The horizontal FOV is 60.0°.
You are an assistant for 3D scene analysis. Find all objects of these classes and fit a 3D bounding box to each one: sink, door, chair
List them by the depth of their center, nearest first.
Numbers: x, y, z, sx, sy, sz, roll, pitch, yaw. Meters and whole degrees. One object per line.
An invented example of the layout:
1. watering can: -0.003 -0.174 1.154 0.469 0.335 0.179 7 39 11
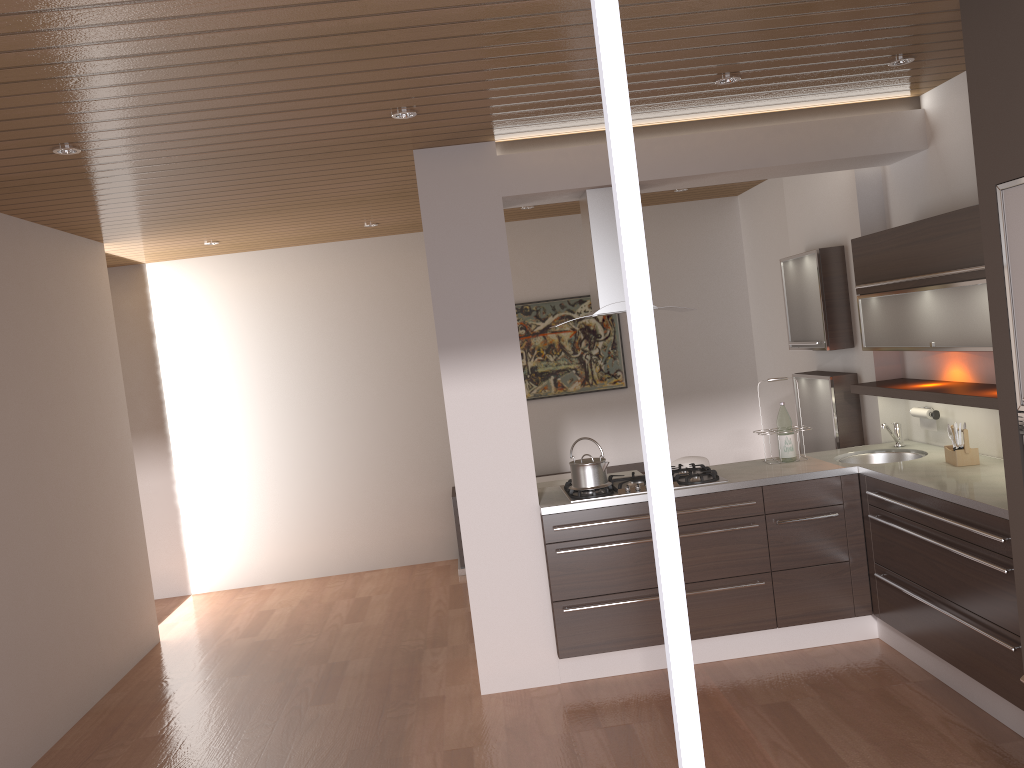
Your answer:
1. door: 0.185 0.306 0.972 2.300 2.700 0.101 -7 3 -3
2. sink: 1.917 0.390 4.633 0.450 0.347 0.494 -7 3 3
3. chair: 1.000 0.924 5.596 0.608 0.847 0.491 -9 3 -33

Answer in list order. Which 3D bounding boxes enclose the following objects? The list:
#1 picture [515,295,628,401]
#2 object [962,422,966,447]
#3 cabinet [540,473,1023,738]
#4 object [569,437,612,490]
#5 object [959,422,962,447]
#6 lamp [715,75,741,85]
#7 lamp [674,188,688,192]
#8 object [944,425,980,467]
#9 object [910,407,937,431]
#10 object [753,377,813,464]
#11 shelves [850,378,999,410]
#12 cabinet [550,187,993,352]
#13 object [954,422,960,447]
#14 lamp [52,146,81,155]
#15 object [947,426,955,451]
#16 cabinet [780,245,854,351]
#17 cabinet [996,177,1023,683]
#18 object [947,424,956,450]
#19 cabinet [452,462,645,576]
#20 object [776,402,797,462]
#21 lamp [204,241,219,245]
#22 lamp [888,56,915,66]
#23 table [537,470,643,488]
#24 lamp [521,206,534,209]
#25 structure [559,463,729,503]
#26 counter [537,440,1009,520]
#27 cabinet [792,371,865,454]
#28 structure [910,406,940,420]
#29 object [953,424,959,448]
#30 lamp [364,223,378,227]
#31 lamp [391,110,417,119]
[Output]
1. picture: 0.277 -0.284 7.297 1.277 0.801 0.018 -7 3 -3
2. object: 2.091 0.272 4.101 0.042 0.192 0.040 -4 4 45
3. cabinet: 1.282 0.951 4.045 2.150 0.870 1.850 -7 3 -3
4. object: 0.382 0.393 4.486 0.221 0.251 0.221 -7 3 -10
5. object: 2.081 0.275 4.114 0.020 0.196 0.017 -6 3 20
6. lamp: 0.896 -1.287 3.687 0.102 0.055 0.102 -9 3 -31
7. lamp: 1.256 -1.469 6.606 0.102 0.055 0.102 -6 3 14
8. object: 2.099 0.286 4.150 0.100 0.170 0.173 -7 3 9
9. object: 2.166 0.187 4.669 0.053 0.119 0.165 -7 3 -3
10. object: 1.462 0.191 4.817 0.291 0.453 0.210 -7 3 2
11. shelves: 2.109 0.045 4.059 0.313 0.050 1.850 -7 3 -3
12. cabinet: 1.191 -0.579 4.033 2.058 1.032 1.399 -7 3 1
13. object: 2.075 0.276 4.123 0.018 0.196 0.022 -7 3 -1
14. lamp: -1.780 -0.955 3.539 0.102 0.055 0.102 -9 3 -31
15. object: 2.058 0.287 4.132 0.019 0.178 0.044 -8 3 -28
16. cabinet: 1.799 -0.502 5.453 0.172 0.600 0.619 -8 3 -17
17. cabinet: 1.867 0.326 2.126 1.047 1.948 1.796 -7 3 -3
18. object: 2.042 0.277 4.107 0.042 0.192 0.040 -4 4 43
19. cabinet: 0.403 1.047 7.080 1.740 0.608 0.540 -7 3 -3
20. object: 1.469 0.257 4.767 0.091 0.319 0.091 -5 3 32
21. lamp: -2.178 -1.042 6.417 0.102 0.055 0.102 -8 3 -20
22. lamp: 1.634 -1.379 3.727 0.102 0.055 0.102 -6 3 25
23. table: 0.532 1.031 5.482 0.800 0.758 1.100 -7 3 -3
24. lamp: 0.111 -1.326 6.543 0.102 0.055 0.102 -6 3 14
25. structure: 0.664 0.502 4.624 0.797 0.047 0.494 -7 3 -3
26. counter: 1.227 0.502 4.024 2.150 0.036 1.850 -7 3 -3
27. cabinet: 1.948 0.233 5.510 0.194 0.600 0.598 -7 3 -3
28. structure: 2.188 0.151 4.654 0.087 0.049 0.237 -7 3 -3
29. object: 2.061 0.278 4.106 0.023 0.196 0.018 -7 3 -1
30. lamp: -1.033 -1.184 6.480 0.102 0.055 0.102 -8 3 -20
31. lamp: -0.442 -1.121 3.613 0.102 0.055 0.102 -8 3 -20
